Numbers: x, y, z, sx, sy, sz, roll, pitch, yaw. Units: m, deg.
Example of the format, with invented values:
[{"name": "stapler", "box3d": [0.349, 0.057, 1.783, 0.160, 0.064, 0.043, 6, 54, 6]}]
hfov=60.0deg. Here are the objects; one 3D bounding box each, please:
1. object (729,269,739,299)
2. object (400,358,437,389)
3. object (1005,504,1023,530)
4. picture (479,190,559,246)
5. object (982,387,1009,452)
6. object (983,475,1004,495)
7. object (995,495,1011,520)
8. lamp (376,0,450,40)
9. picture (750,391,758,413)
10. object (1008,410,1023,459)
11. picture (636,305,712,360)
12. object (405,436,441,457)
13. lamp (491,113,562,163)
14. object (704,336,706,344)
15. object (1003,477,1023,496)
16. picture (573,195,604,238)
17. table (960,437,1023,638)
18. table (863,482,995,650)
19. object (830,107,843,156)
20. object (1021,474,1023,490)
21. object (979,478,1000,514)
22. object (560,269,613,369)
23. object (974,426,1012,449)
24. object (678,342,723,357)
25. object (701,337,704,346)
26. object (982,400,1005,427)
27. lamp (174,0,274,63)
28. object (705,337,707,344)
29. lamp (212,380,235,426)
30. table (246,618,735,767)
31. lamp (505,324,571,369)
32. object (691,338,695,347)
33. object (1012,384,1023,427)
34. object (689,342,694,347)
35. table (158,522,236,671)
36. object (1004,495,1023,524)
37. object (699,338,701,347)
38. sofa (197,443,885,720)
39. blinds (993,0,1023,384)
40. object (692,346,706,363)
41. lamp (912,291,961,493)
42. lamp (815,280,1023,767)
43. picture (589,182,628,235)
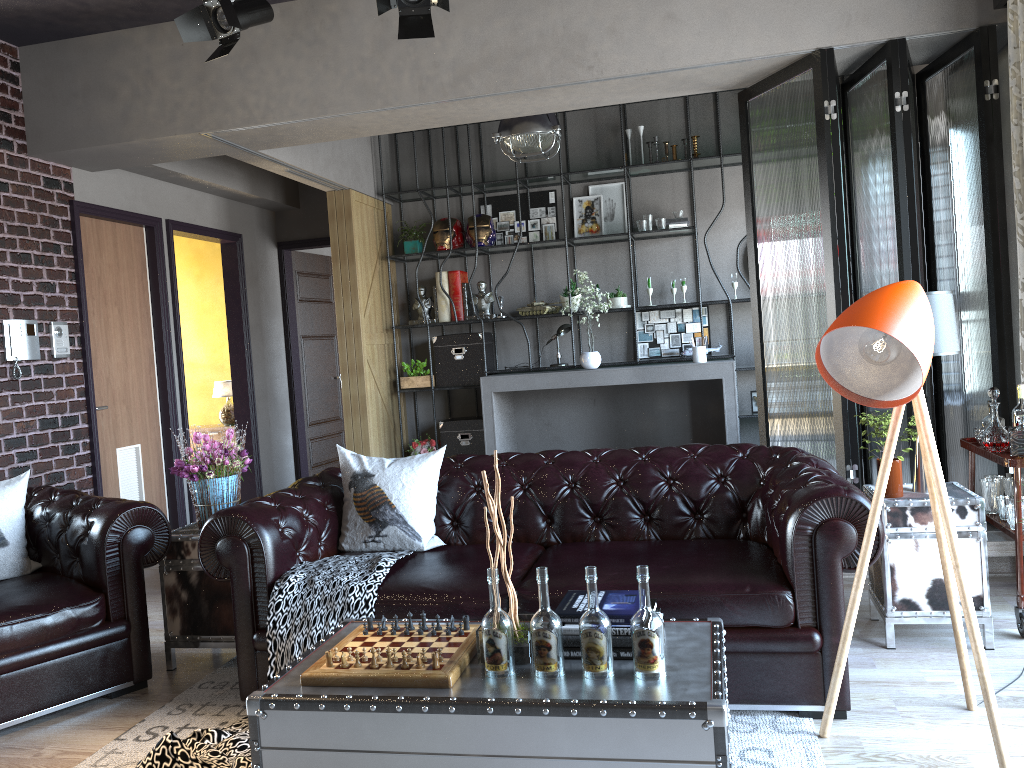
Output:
[{"name": "object", "box3d": [1.944, -0.868, 7.741, 0.113, 0.270, 0.113, -4, 2, 1]}, {"name": "object", "box3d": [-0.871, -0.101, 8.197, 0.304, 0.265, 0.180, -4, 2, 13]}, {"name": "object", "box3d": [2.162, 0.570, 3.788, 0.092, 0.099, 0.092, -6, 3, -40]}, {"name": "picture", "box3d": [0.062, -1.536, 8.322, 0.749, 0.503, 0.058, -4, 2, 13]}, {"name": "object", "box3d": [2.158, 0.159, 3.960, 0.114, 0.292, 0.114, -3, 2, 41]}, {"name": "object", "box3d": [2.293, 0.515, 4.211, 0.087, 0.155, 0.087, -3, 2, 25]}, {"name": "object", "box3d": [2.224, 0.557, 3.982, 0.092, 0.099, 0.092, -6, 3, -40]}, {"name": "lamp", "box3d": [-0.506, -2.026, 4.525, 0.359, 0.525, 0.540, -4, 2, -2]}, {"name": "picture", "box3d": [2.153, 0.150, 7.657, 0.172, 0.190, 0.036, -4, 2, 13]}, {"name": "object", "box3d": [2.112, 0.214, 3.666, 0.101, 0.211, 0.101, -3, 2, 28]}, {"name": "picture", "box3d": [1.454, -0.463, 8.025, 0.665, 0.447, 0.051, -4, 2, 13]}, {"name": "object", "box3d": [-0.840, 0.644, 8.294, 0.345, 0.362, 0.332, -3, 2, 16]}, {"name": "lamp", "box3d": [0.074, -2.249, 6.615, 0.534, 1.148, 0.515, -4, 2, -10]}, {"name": "object", "box3d": [1.607, -0.312, 7.419, 0.052, 0.185, 0.009, -4, 2, 14]}, {"name": "object", "box3d": [2.335, 0.515, 4.122, 0.087, 0.155, 0.087, -3, 2, 25]}, {"name": "picture", "box3d": [0.701, -1.513, 8.105, 0.267, 0.413, 0.101, -4, 2, 13]}, {"name": "table", "box3d": [2.310, 0.639, 3.925, 0.438, 0.732, 0.804, -4, 2, 9]}, {"name": "table", "box3d": [1.737, 0.750, 3.738, 0.405, 0.609, 0.418, -4, 2, 13]}, {"name": "object", "box3d": [2.418, -1.849, 7.343, 0.719, 1.025, 0.650, -3, 2, 31]}, {"name": "object", "box3d": [2.450, 0.505, 4.173, 0.087, 0.155, 0.087, -3, 2, 25]}, {"name": "object", "box3d": [2.231, 0.522, 4.133, 0.087, 0.155, 0.087, -3, 2, 25]}, {"name": "object", "box3d": [0.653, -0.556, 7.482, 0.398, 0.852, 0.420, -5, 2, -31]}, {"name": "object", "box3d": [2.258, 0.246, 4.077, 0.152, 0.092, 0.245, -6, 3, -36]}, {"name": "object", "box3d": [1.625, -0.298, 7.811, 0.351, 0.111, 0.379, -6, 3, -44]}, {"name": "object", "box3d": [1.598, -0.293, 7.440, 0.037, 0.204, 0.023, -5, 2, -38]}, {"name": "object", "box3d": [2.295, 0.179, 4.227, 0.087, 0.206, 0.087, -3, 2, 38]}, {"name": "lamp", "box3d": [-1.507, -1.971, 4.748, 0.359, 0.512, 0.560, -3, 2, 33]}, {"name": "object", "box3d": [1.604, -0.304, 7.406, 0.062, 0.169, 0.009, -4, 2, 12]}, {"name": "lamp", "box3d": [-2.728, 0.488, 8.627, 0.291, 1.044, 0.441, -5, 2, -14]}, {"name": "table", "box3d": [-0.015, 0.999, 2.530, 1.254, 0.469, 0.685, -4, 2, 13]}, {"name": "lamp", "box3d": [0.253, -0.344, 8.123, 0.739, 0.371, 0.205, -2, 3, 37]}, {"name": "object", "box3d": [1.536, -0.289, 7.447, 0.023, 0.202, 0.046, -6, 2, -41]}, {"name": "object", "box3d": [2.222, 0.152, 3.859, 0.081, 0.307, 0.081, -5, 2, -38]}, {"name": "object", "box3d": [1.547, -0.280, 7.430, 0.137, 0.190, 0.009, -4, 2, 16]}, {"name": "table", "box3d": [-1.326, 0.953, 4.097, 0.417, 0.609, 0.406, -4, 2, 13]}, {"name": "object", "box3d": [2.206, 0.553, 3.876, 0.095, 0.119, 0.096, -3, 2, 30]}, {"name": "object", "box3d": [1.579, -0.301, 7.451, 0.009, 0.167, 0.061, -3, 2, 25]}, {"name": "sofa", "box3d": [0.131, 0.750, 3.765, 2.565, 0.838, 1.240, -4, 2, 12]}, {"name": "blinds", "box3d": [2.244, -0.456, 2.821, 0.200, 2.973, 3.412, -4, 2, 13]}, {"name": "object", "box3d": [1.566, -0.245, 7.413, 0.110, 0.137, 0.110, -3, 2, 23]}, {"name": "lamp", "box3d": [1.711, 0.037, 3.727, 0.333, 0.831, 0.333, -4, 2, 15]}, {"name": "lamp", "box3d": [2.537, 0.277, 3.631, 3.834, 1.456, 0.583, -6, 2, -35]}, {"name": "picture", "box3d": [0.879, -1.576, 8.106, 0.332, 0.514, 0.119, -4, 2, 13]}]
